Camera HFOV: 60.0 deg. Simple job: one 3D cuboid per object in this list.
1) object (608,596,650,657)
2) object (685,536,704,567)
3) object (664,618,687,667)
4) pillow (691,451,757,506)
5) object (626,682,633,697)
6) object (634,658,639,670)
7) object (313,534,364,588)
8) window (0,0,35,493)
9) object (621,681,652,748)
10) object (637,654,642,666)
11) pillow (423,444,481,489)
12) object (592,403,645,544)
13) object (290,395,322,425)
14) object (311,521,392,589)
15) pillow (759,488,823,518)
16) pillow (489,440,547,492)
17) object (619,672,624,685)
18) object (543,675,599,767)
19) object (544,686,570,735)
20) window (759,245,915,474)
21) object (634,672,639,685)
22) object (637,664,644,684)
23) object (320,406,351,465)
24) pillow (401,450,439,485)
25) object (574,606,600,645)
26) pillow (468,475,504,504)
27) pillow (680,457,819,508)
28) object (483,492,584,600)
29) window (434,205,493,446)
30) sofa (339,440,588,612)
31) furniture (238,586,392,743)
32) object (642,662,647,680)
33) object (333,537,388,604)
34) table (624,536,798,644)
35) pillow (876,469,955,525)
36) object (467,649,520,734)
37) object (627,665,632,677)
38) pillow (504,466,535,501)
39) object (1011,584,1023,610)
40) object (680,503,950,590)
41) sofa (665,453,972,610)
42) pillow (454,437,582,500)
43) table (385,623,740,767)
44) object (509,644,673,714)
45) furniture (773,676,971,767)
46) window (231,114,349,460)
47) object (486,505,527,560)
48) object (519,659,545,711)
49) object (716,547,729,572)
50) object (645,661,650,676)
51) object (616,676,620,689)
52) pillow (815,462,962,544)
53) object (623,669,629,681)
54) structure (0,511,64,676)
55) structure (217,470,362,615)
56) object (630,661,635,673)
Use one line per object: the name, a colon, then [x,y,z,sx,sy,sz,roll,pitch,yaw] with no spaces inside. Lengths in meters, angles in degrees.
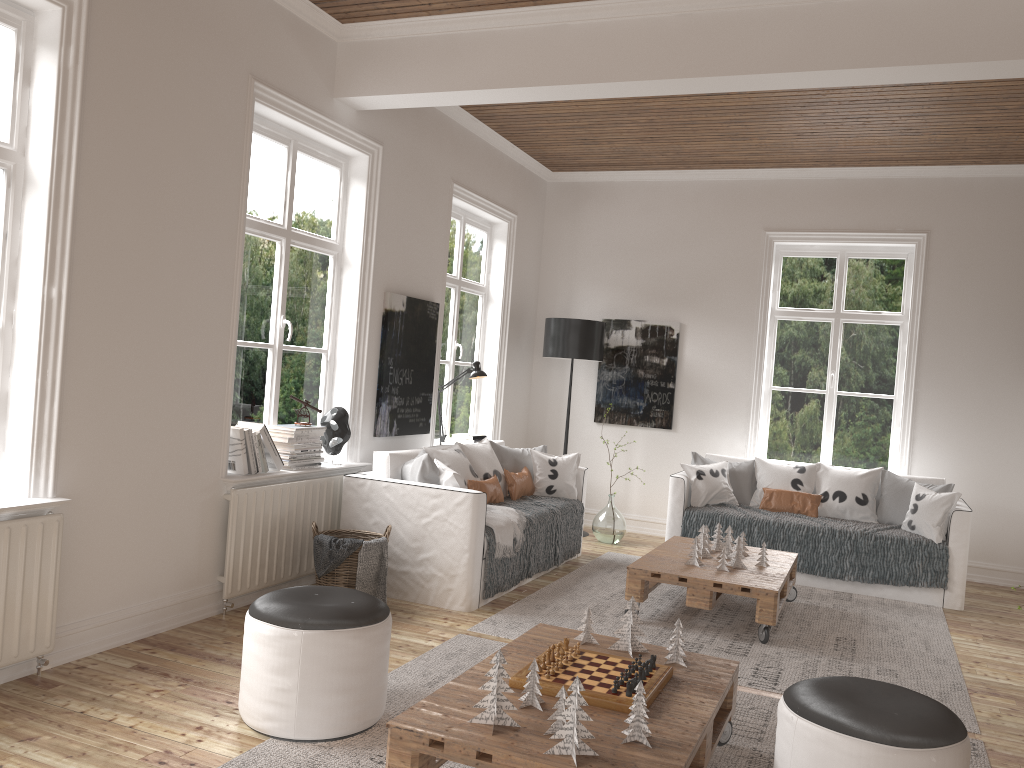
object: [0.436,0.874,3.238,0.111,0.204,0.118,4,1,-44]
object: [1.017,0.921,4.910,0.093,0.161,0.088,5,1,32]
object: [0.587,0.909,3.148,0.082,0.160,0.082,5,1,12]
pillow: [1.584,0.739,6.669,0.541,0.431,0.282,4,1,-4]
object: [0.355,0.923,2.682,0.019,0.040,0.019,5,1,19]
object: [0.412,0.926,2.941,0.017,0.037,0.017,5,1,42]
object: [-0.871,0.940,4.578,0.303,0.332,0.367,5,1,13]
window: [-2.086,-0.496,2.903,0.120,1.872,1.055,5,1,23]
object: [0.348,0.896,2.437,0.085,0.166,0.085,5,1,8]
object: [0.430,0.927,2.984,0.017,0.037,0.017,5,1,42]
pillow: [-0.361,0.605,5.310,0.417,0.414,1.020,5,1,5]
object: [0.884,0.717,7.158,0.275,1.117,0.515,5,1,39]
object: [-1.147,0.144,4.927,0.177,0.161,0.092,4,1,-10]
object: [-0.855,0.945,4.648,0.393,0.432,0.393,5,1,44]
pillow: [1.989,0.853,6.342,0.420,0.179,0.127,5,1,24]
pillow: [0.023,0.624,6.365,0.546,0.437,0.292,4,1,-34]
object: [0.344,0.923,2.783,0.017,0.037,0.017,5,1,42]
object: [0.162,0.862,2.308,0.107,0.208,0.106,5,1,38]
object: [0.135,0.896,2.441,0.076,0.132,0.072,5,1,23]
window: [2.606,-0.183,7.179,1.055,1.872,0.120,5,1,23]
object: [0.387,0.921,2.764,0.022,0.047,0.022,4,1,-10]
object: [0.406,0.917,2.806,0.025,0.058,0.025,4,1,-22]
object: [-1.045,0.300,5.200,0.171,0.340,0.177,4,1,-32]
pillow: [-0.511,0.594,5.166,0.282,0.431,0.541,4,1,-4]
object: [0.281,0.895,3.311,0.079,0.137,0.075,4,1,-19]
pillow: [-0.163,0.704,5.655,0.116,0.220,0.414,5,1,24]
pillow: [1.728,0.753,6.519,1.020,0.414,0.417,5,1,5]
object: [-0.079,0.967,5.688,0.651,0.423,1.680,5,1,23]
window: [-0.426,-0.415,6.908,0.120,1.872,1.055,5,1,23]
sofa: [-0.215,0.808,5.737,0.866,0.776,1.960,5,1,23]
furniture: [-0.697,0.974,3.169,0.518,0.430,0.518,5,1,44]
object: [0.422,0.919,2.846,0.025,0.055,0.025,4,1,-35]
object: [-0.827,0.960,4.614,0.290,0.356,0.349,4,1,-38]
table: [1.178,1.162,5.121,0.821,0.300,1.189,5,1,23]
pillow: [2.779,0.841,6.135,0.292,0.437,0.546,4,1,-34]
object: [-0.043,0.842,2.465,0.108,0.213,0.109,4,1,-43]
object: [0.379,0.925,2.861,0.017,0.037,0.017,5,1,42]
pillow: [0.056,0.691,6.112,0.117,0.235,0.414,5,1,22]
object: [2.305,0.870,3.610,0.515,1.117,0.275,4,1,-11]
object: [2.103,1.088,6.237,1.704,0.390,0.656,5,1,23]
sofa: [2.162,0.985,6.373,1.960,0.776,0.866,5,1,23]
pillow: [0.022,0.616,6.164,1.081,0.450,0.403,4,1,-43]
table: [0.236,1.116,2.818,0.821,0.300,1.189,5,1,23]
object: [0.268,0.953,2.885,0.429,0.036,0.429,5,1,23]
furniture: [1.027,1.116,2.565,0.518,0.430,0.518,5,1,25]
window: [-1.256,-0.456,4.906,0.120,1.872,1.055,5,1,23]
object: [-0.247,0.823,5.283,0.729,0.255,0.588,5,1,26]
object: [0.062,0.884,2.631,0.082,0.141,0.077,4,1,4]
object: [1.150,0.950,4.831,0.068,0.124,0.072,5,1,7]
object: [0.439,0.924,2.889,0.022,0.047,0.022,4,1,-35]
object: [0.326,0.922,2.740,0.017,0.037,0.017,5,1,42]
pillow: [2.580,0.816,6.136,0.403,0.450,1.081,4,1,-43]
object: [0.363,0.924,2.820,0.017,0.037,0.017,5,1,42]
structure: [-1.998,0.885,2.834,0.095,0.829,1.223,5,1,23]
structure: [-1.167,0.926,4.840,0.095,0.829,1.223,5,1,23]
object: [0.396,0.925,2.901,0.017,0.037,0.017,5,1,42]
